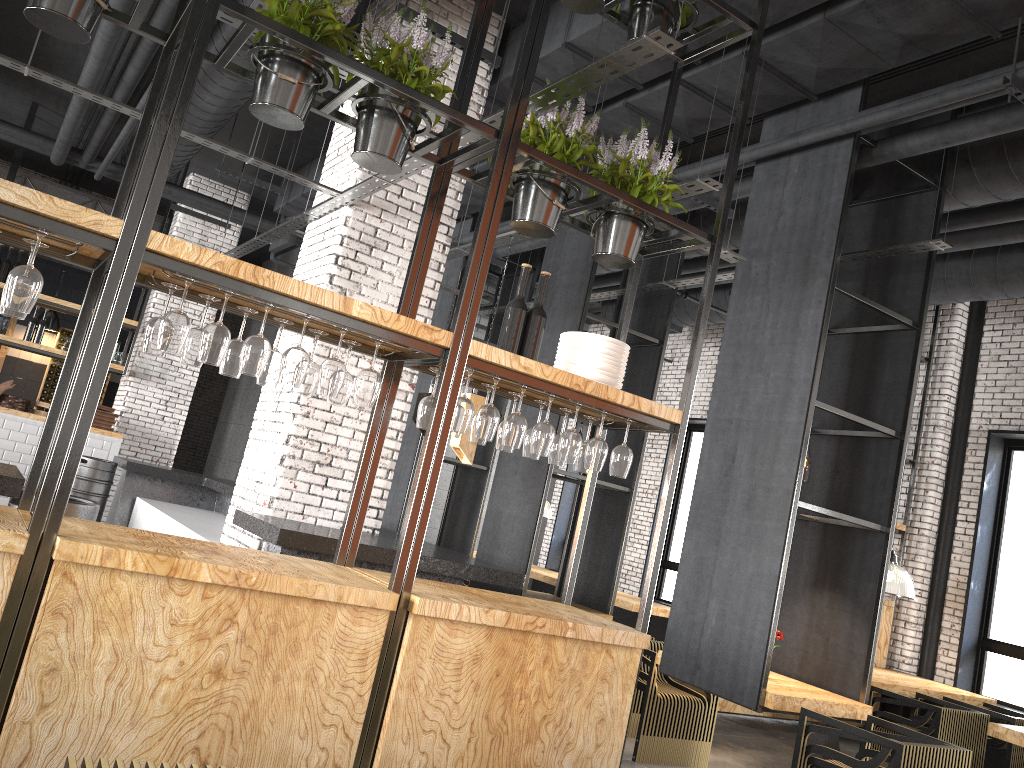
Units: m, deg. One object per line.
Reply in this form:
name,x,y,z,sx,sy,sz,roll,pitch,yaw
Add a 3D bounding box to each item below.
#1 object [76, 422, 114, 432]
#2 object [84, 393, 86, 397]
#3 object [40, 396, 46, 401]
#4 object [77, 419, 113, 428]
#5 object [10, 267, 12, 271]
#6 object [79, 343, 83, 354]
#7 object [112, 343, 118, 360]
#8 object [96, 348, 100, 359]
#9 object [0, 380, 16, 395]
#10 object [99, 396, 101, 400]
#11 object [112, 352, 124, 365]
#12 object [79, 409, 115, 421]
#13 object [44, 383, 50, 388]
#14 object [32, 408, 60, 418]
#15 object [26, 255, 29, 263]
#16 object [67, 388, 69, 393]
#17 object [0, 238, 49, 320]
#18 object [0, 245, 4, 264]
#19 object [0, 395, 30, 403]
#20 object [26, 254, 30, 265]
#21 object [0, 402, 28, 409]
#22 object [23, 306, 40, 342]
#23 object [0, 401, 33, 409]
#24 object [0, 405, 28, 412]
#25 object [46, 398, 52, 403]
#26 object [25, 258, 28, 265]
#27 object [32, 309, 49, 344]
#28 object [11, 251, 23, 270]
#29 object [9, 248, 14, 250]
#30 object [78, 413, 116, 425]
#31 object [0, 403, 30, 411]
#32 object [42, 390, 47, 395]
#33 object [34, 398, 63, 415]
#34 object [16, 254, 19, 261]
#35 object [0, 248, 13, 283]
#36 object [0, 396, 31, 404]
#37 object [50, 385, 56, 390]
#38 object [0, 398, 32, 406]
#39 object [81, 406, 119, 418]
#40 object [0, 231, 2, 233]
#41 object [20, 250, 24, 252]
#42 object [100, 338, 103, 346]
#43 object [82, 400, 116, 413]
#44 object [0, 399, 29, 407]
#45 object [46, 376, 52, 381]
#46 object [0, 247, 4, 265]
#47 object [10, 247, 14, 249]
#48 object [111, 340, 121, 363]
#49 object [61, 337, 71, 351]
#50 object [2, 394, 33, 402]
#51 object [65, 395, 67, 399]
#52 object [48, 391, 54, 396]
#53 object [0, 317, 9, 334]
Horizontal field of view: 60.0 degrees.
object,-5.229,0.510,11.025,0.404,0.044,0.636,19,-10,-35
object,-6.723,0.173,13.990,0.079,0.079,0.283,18,-10,-30
object,-7.229,0.226,13.664,0.079,0.080,0.281,18,-10,-30
object,-5.219,0.468,11.032,0.404,0.044,0.635,17,-9,-28
object,-6.168,-1.415,11.013,0.098,0.460,0.097,6,-12,36
object,-5.496,-0.462,11.217,0.118,0.181,0.118,10,-9,19
object,-5.215,-0.530,11.613,0.140,0.552,0.096,17,-10,-26
object,-5.298,-0.398,11.343,0.118,0.181,0.118,7,-11,35
object,-6.050,0.088,10.462,0.488,0.339,0.241,4,-12,45
object,-6.558,0.222,14.068,0.079,0.079,0.283,18,-10,-30
object,-5.080,-0.334,11.435,0.118,0.181,0.118,14,-9,-7
object,-5.199,0.382,11.046,0.404,0.044,0.635,18,-9,-30
object,-7.176,0.023,13.687,0.079,0.079,0.283,18,-10,-30
object,-5.603,0.365,10.810,0.436,0.097,0.436,14,-8,-6
object,-6.080,-1.387,11.067,0.098,0.460,0.097,6,-12,36
object,-6.955,0.098,13.848,0.079,0.079,0.283,18,-10,-30
object,-1.671,-0.358,3.035,0.101,0.268,0.100,13,-9,0
object,-6.278,-1.474,10.788,0.098,0.460,0.098,14,-9,-8
object,-5.968,0.179,10.638,0.458,0.019,0.405,13,-8,3
object,-6.009,-1.387,10.952,0.098,0.460,0.097,6,-12,36
object,-5.988,0.256,10.624,0.458,0.019,0.405,13,-8,-2
object,-6.004,-0.746,11.099,0.097,0.472,0.098,21,-12,-42
object,-5.990,0.239,10.623,0.407,0.019,0.456,9,-9,28
object,-5.991,0.288,10.621,0.458,0.019,0.405,12,-8,5
object,-7.144,0.251,13.699,0.079,0.080,0.281,18,-10,-30
object,-6.151,-1.386,11.182,0.098,0.460,0.097,6,-12,36
object,-5.916,-0.718,11.153,0.098,0.472,0.098,17,-10,-23
object,-6.097,-1.416,10.898,0.098,0.460,0.097,6,-12,36
object,-6.210,-1.663,10.993,0.046,0.031,0.046,7,-11,37
object,-5.209,0.425,11.039,0.404,0.044,0.636,18,-10,-34
object,-5.970,0.277,10.625,0.458,0.019,0.405,8,-10,31
object,-7.219,0.125,13.702,0.079,0.080,0.281,18,-10,-30
object,-5.587,0.301,10.825,0.437,0.154,0.438,11,-9,16
object,-6.239,-1.414,11.128,0.098,0.460,0.097,6,-12,36
object,-6.189,-1.445,10.842,0.098,0.460,0.098,14,-9,-8
object,-5.966,0.196,10.637,0.458,0.019,0.405,11,-8,12
object,-7.111,0.048,13.754,0.079,0.079,0.283,18,-10,-30
object,-5.990,0.205,10.620,0.407,0.019,0.456,11,-8,12
object,-5.190,0.339,11.054,0.404,0.044,0.636,19,-10,-37
object,-1.792,-0.396,2.961,0.101,0.268,0.100,9,-10,23
object,-6.047,-1.634,10.934,0.046,0.031,0.046,7,-11,37
object,-5.365,-0.577,11.510,0.156,0.556,0.105,17,-10,-26
object,-5.189,0.282,10.981,0.405,0.094,0.636,18,-10,-33
object,-6.001,0.216,10.600,0.406,0.019,0.457,15,-9,-17
object,-7.165,-0.078,13.724,0.079,0.079,0.283,18,-10,-30
object,-6.349,-1.473,10.903,0.098,0.460,0.098,14,-9,-8
object,-6.139,-1.663,10.878,0.046,0.031,0.046,7,-11,37
object,-5.234,-0.456,11.605,0.156,0.407,0.105,17,-10,-26
object,-5.605,-0.494,11.171,0.118,0.181,0.118,9,-10,23
object,-5.978,0.159,10.630,0.407,0.019,0.456,11,-9,16
object,-6.989,0.200,13.847,0.079,0.080,0.281,18,-10,-30
object,-7.123,0.150,13.720,0.079,0.080,0.281,18,-10,-30
object,-6.316,-0.727,10.870,0.199,0.231,0.165,8,-10,30
